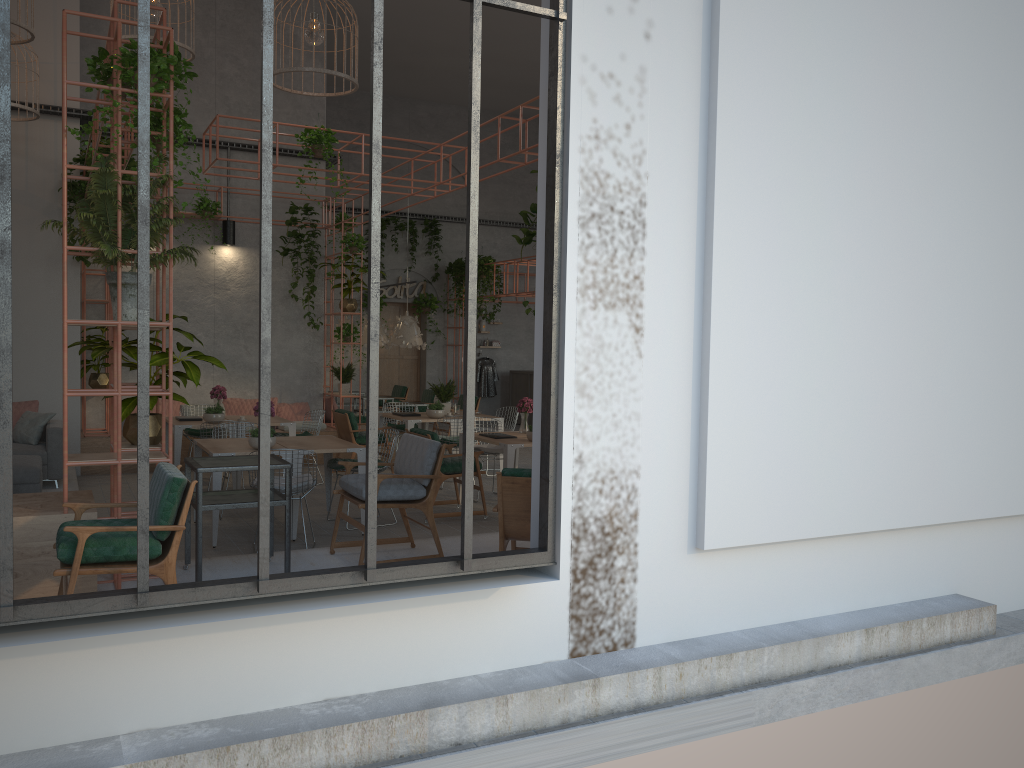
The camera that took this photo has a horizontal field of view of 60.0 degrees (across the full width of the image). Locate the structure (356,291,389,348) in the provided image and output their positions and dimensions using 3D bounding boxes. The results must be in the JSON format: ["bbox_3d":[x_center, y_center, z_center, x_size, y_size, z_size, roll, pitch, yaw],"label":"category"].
[{"bbox_3d":[-3.207,-1.560,19.691,0.921,1.527,0.950,1,3,6],"label":"structure"}]

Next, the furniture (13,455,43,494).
[{"bbox_3d":[-5.024,0.937,8.481,0.941,0.446,0.975,0,3,-27],"label":"furniture"}]

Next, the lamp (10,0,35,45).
[{"bbox_3d":[-5.121,-5.193,8.572,0.883,3.476,0.883,2,3,25],"label":"lamp"}]

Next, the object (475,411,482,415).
[{"bbox_3d":[-0.536,0.407,12.506,0.218,0.041,0.218,0,3,-19],"label":"object"}]

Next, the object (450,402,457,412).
[{"bbox_3d":[-0.906,0.340,12.681,0.165,0.154,0.210,-1,3,-38],"label":"object"}]

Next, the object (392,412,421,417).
[{"bbox_3d":[-1.447,0.414,12.148,0.268,0.031,0.427,0,3,-27],"label":"object"}]

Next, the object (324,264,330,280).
[{"bbox_3d":[-4.240,-2.304,18.676,0.900,1.101,0.894,3,3,32],"label":"object"}]

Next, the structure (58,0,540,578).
[{"bbox_3d":[-4.110,-1.192,12.842,4.501,4.345,14.096,0,3,-29],"label":"structure"}]

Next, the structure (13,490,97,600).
[{"bbox_3d":[-5.215,0.675,6.910,3.396,1.111,9.152,0,3,-27],"label":"structure"}]

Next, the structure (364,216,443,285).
[{"bbox_3d":[-2.468,-3.002,19.814,1.939,1.514,0.856,-1,3,-33],"label":"structure"}]

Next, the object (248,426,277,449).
[{"bbox_3d":[-2.270,0.469,8.063,0.247,0.247,0.252,0,3,-27],"label":"object"}]

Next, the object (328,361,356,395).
[{"bbox_3d":[-2.580,-0.096,13.579,0.438,0.527,0.368,0,3,-27],"label":"object"}]

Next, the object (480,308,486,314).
[{"bbox_3d":[-0.681,-1.709,20.813,0.133,0.145,0.133,2,3,24],"label":"object"}]

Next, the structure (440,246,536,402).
[{"bbox_3d":[3.315,-0.579,14.921,4.157,4.247,14.689,0,3,-27],"label":"structure"}]

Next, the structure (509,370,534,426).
[{"bbox_3d":[2.015,-0.003,19.582,2.579,2.022,4.057,0,3,-27],"label":"structure"}]

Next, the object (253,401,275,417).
[{"bbox_3d":[-2.447,0.351,8.763,0.213,0.414,0.225,-1,3,-35],"label":"object"}]

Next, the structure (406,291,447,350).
[{"bbox_3d":[-2.054,-1.546,20.336,0.950,1.527,0.921,0,3,-29],"label":"structure"}]

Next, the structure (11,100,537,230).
[{"bbox_3d":[-1.170,-3.412,12.129,15.603,0.110,15.203,0,3,-27],"label":"structure"}]

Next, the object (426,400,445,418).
[{"bbox_3d":[-1.017,0.331,11.786,0.248,0.247,0.254,0,3,-27],"label":"object"}]

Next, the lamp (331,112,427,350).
[{"bbox_3d":[-2.598,-2.685,16.745,0.704,4.052,4.456,0,3,-27],"label":"lamp"}]

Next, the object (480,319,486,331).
[{"bbox_3d":[-0.685,-1.406,20.836,0.136,0.336,0.145,1,3,-13],"label":"object"}]

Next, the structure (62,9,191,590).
[{"bbox_3d":[-2.404,-0.460,5.574,0.748,3.623,0.722,0,3,-27],"label":"structure"}]

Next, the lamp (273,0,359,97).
[{"bbox_3d":[-1.946,-4.721,8.762,0.883,3.476,0.883,2,3,25],"label":"lamp"}]

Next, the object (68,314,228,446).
[{"bbox_3d":[-2.490,-0.035,6.144,0.934,0.923,0.903,3,3,29],"label":"object"}]

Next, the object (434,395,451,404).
[{"bbox_3d":[-0.987,0.273,12.545,0.241,0.313,0.241,2,3,18],"label":"object"}]

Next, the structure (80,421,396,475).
[{"bbox_3d":[-5.086,0.813,15.298,4.386,0.500,5.831,0,3,-27],"label":"structure"}]

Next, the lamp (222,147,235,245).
[{"bbox_3d":[-4.181,-2.774,13.104,0.179,1.425,0.185,0,3,-27],"label":"lamp"}]

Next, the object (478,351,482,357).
[{"bbox_3d":[-0.750,-0.706,20.899,0.093,0.121,0.049,0,3,-25],"label":"object"}]

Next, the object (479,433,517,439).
[{"bbox_3d":[-0.154,0.572,9.688,0.268,0.031,0.427,0,3,-27],"label":"object"}]

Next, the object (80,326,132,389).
[{"bbox_3d":[-5.556,-0.378,11.961,0.934,0.919,0.903,3,3,34],"label":"object"}]

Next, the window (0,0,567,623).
[{"bbox_3d":[-1.553,-1.897,3.158,4.126,5.544,0.089,0,3,-27],"label":"window"}]

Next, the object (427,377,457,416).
[{"bbox_3d":[-0.940,0.171,12.216,0.438,0.527,0.368,0,3,-27],"label":"object"}]

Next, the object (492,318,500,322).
[{"bbox_3d":[-0.403,-1.506,20.985,0.263,0.101,0.013,0,3,-27],"label":"object"}]

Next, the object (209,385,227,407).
[{"bbox_3d":[-3.705,0.220,11.194,0.213,0.414,0.225,-1,3,-35],"label":"object"}]

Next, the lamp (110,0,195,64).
[{"bbox_3d":[-3.970,-5.444,9.821,0.883,3.476,0.883,2,3,25],"label":"lamp"}]

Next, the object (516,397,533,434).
[{"bbox_3d":[0.156,0.356,10.110,0.213,0.414,0.225,-1,3,-35],"label":"object"}]

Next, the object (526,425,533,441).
[{"bbox_3d":[0.275,0.489,9.326,0.247,0.247,0.252,0,3,-27],"label":"object"}]

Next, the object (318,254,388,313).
[{"bbox_3d":[-2.421,-1.558,13.488,0.934,0.947,0.903,2,3,24],"label":"object"}]

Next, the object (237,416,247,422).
[{"bbox_3d":[-3.283,0.417,10.795,0.115,0.078,0.115,0,3,-22],"label":"object"}]

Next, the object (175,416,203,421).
[{"bbox_3d":[-3.954,0.421,10.852,0.268,0.031,0.427,0,3,-27],"label":"object"}]

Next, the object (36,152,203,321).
[{"bbox_3d":[-2.439,-0.950,5.661,0.894,1.101,0.900,2,3,27],"label":"object"}]

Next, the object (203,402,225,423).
[{"bbox_3d":[-3.525,0.338,10.489,0.248,0.247,0.254,0,3,-27],"label":"object"}]

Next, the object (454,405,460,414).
[{"bbox_3d":[-0.777,0.363,12.507,0.095,0.119,0.095,1,3,-3],"label":"object"}]

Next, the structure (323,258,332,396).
[{"bbox_3d":[-4.210,-0.879,18.883,0.630,3.597,0.430,0,3,-27],"label":"structure"}]

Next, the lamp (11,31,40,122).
[{"bbox_3d":[-5.880,-4.857,10.091,0.883,3.476,0.883,2,3,25],"label":"lamp"}]

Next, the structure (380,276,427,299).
[{"bbox_3d":[-2.538,-2.171,19.943,1.312,0.505,0.063,0,3,-27],"label":"structure"}]

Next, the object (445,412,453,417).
[{"bbox_3d":[-0.855,0.410,12.051,0.115,0.078,0.115,0,3,-22],"label":"object"}]
